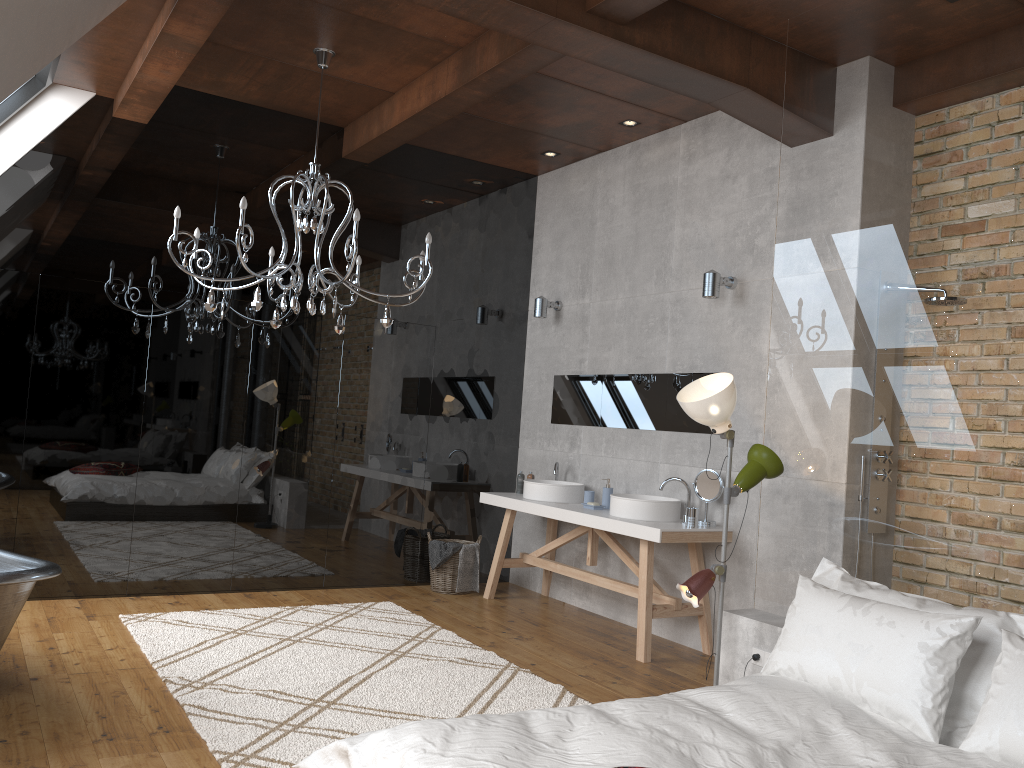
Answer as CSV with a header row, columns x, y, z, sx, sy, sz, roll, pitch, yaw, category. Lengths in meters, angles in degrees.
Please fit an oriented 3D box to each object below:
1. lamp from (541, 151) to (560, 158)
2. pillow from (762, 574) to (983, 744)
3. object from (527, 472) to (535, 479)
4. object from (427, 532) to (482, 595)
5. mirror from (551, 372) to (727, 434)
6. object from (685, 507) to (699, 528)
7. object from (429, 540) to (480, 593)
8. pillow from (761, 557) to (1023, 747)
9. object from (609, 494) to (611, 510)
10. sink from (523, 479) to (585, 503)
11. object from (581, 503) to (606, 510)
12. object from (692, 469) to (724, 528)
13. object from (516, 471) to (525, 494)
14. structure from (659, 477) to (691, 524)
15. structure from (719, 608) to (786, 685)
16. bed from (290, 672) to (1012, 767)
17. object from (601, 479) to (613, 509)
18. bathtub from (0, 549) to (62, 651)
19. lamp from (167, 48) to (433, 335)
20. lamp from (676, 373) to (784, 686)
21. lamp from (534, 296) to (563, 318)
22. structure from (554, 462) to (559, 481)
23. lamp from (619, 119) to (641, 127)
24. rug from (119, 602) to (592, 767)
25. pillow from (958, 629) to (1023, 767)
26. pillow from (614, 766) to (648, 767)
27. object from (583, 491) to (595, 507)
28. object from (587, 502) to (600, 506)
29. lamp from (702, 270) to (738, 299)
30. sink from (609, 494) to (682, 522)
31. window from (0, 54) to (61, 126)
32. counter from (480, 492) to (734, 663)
x,y,z,sx,sy,sz,roll,pitch,yaw,category
0.295,-1.766,6.775,0.113,0.027,0.115,6,-3,-32,lamp
1.242,0.943,3.134,0.276,0.397,0.744,6,-3,-32,pillow
0.140,0.754,6.738,0.058,0.172,0.058,2,-4,44,object
-0.448,1.347,6.698,0.393,0.432,0.393,6,-3,-40,object
0.803,0.119,6.136,0.007,0.377,1.838,6,-3,-32,mirror
1.043,0.774,5.138,0.073,0.111,0.073,6,-3,-39,object
-0.462,1.353,6.650,0.357,0.361,0.378,5,-3,-26,object
1.597,0.963,2.876,0.358,0.517,1.746,6,-3,-33,pillow
0.686,0.786,5.898,0.075,0.108,0.075,5,-3,-11,object
0.299,0.769,6.368,0.445,0.128,0.442,2,-3,40,sink
0.540,0.816,5.889,0.100,0.031,0.147,6,-3,-30,object
1.162,0.676,5.270,0.192,0.338,0.118,3,-3,15,object
0.065,0.748,6.729,0.058,0.172,0.058,2,-3,37,object
1.032,0.710,5.440,0.141,0.268,0.242,6,-3,-37,structure
1.789,1.305,2.961,0.206,0.494,2.820,6,-3,-32,structure
0.848,1.230,2.228,2.169,0.442,2.300,6,-3,-32,bed
0.646,0.741,5.992,0.076,0.201,0.076,6,-3,-38,object
-2.639,0.945,3.747,1.811,0.652,0.872,3,-3,31,bathtub
-1.148,-1.137,5.122,1.409,1.594,1.409,5,-3,-9,lamp
0.931,0.743,3.950,0.561,1.582,0.270,6,-3,-35,lamp
0.283,-0.592,6.896,0.243,0.168,0.101,6,-3,-32,lamp
0.315,0.711,6.598,0.141,0.268,0.242,5,-3,-27,structure
0.795,-1.767,5.968,0.113,0.027,0.115,6,-3,-32,lamp
-0.743,1.424,4.319,1.726,0.019,3.139,6,-3,-32,rug
1.660,0.965,2.459,0.291,0.385,0.748,6,-3,-32,pillow
0.509,0.960,1.862,0.748,0.157,0.453,3,-3,18,pillow
0.523,0.780,6.014,0.075,0.108,0.075,4,-3,4,object
0.541,0.802,5.889,0.067,0.035,0.084,6,-3,-30,object
1.252,-0.594,5.334,0.243,0.168,0.101,6,-3,-32,lamp
0.828,0.768,5.515,0.442,0.128,0.445,3,-3,22,sink
-3.167,-0.966,4.243,1.702,2.162,1.713,6,-3,-32,window
0.532,1.214,5.921,0.630,0.765,2.011,6,-3,-32,counter
